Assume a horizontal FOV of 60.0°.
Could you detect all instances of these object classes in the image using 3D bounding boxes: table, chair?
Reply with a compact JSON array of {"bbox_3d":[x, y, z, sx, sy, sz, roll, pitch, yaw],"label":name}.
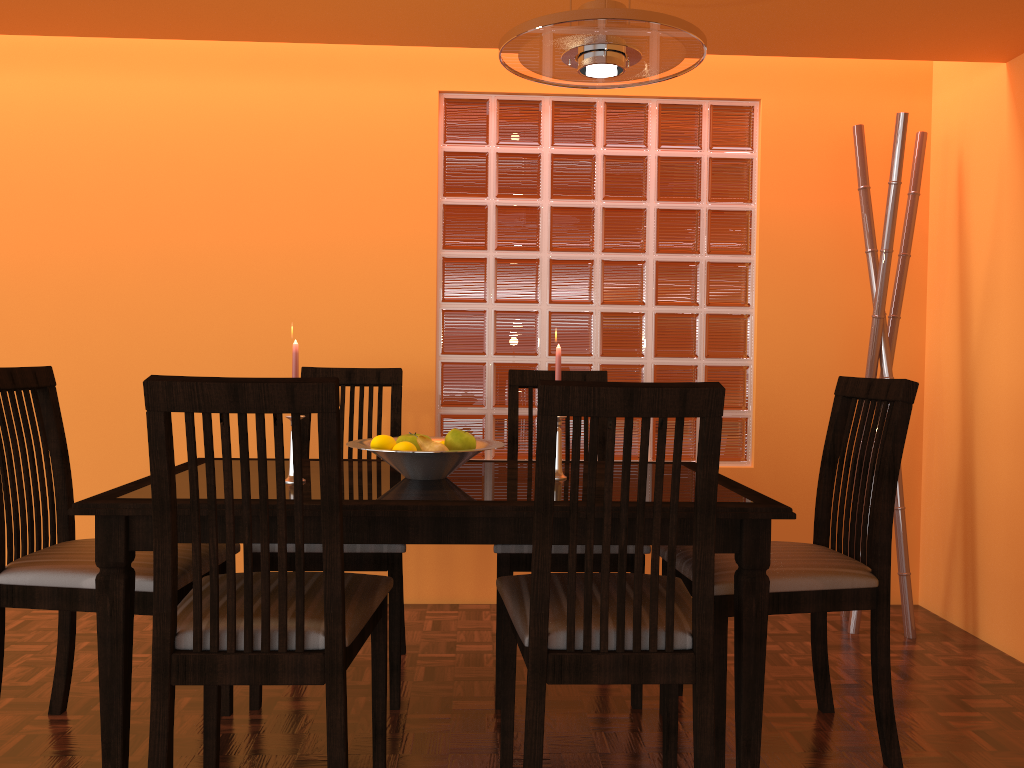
[{"bbox_3d":[-0.146,0.492,1.893,1.259,0.584,0.697,1,2,-2],"label":"table"},{"bbox_3d":[-0.443,0.363,2.290,0.373,0.809,0.465,1,2,-2],"label":"chair"},{"bbox_3d":[0.133,0.370,2.314,0.373,0.809,0.465,1,2,-2],"label":"chair"},{"bbox_3d":[-0.869,0.370,1.887,0.465,0.809,0.373,1,2,3],"label":"chair"},{"bbox_3d":[0.593,0.387,1.940,0.465,0.809,0.373,1,2,-7],"label":"chair"},{"bbox_3d":[0.164,0.393,1.549,0.373,0.809,0.465,1,2,-2],"label":"chair"},{"bbox_3d":[-0.412,0.386,1.525,0.373,0.809,0.465,1,2,-2],"label":"chair"}]

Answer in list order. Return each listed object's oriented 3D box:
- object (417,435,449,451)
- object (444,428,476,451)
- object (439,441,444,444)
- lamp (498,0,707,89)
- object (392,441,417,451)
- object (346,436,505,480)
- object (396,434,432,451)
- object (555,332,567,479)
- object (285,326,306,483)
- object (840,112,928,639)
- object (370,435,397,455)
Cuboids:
[{"bbox_3d":[-0.161,0.143,1.837,0.066,0.070,0.055,0,2,-21],"label":"object"},{"bbox_3d":[-0.110,0.128,1.899,0.069,0.066,0.069,1,2,7],"label":"object"},{"bbox_3d":[-0.146,0.151,1.938,0.047,0.056,0.045,1,2,4],"label":"object"},{"bbox_3d":[0.190,-0.797,1.868,0.435,0.274,0.435,1,2,20],"label":"lamp"},{"bbox_3d":[-0.222,0.141,1.827,0.046,0.046,0.055,-1,2,-39],"label":"object"},{"bbox_3d":[-0.183,0.163,1.894,0.337,0.072,0.337,0,2,-36],"label":"object"},{"bbox_3d":[-0.211,0.147,1.923,0.087,0.076,0.089,1,2,4],"label":"object"},{"bbox_3d":[0.098,0.040,1.905,0.044,0.326,0.044,0,2,-14],"label":"object"},{"bbox_3d":[-0.439,0.036,1.798,0.044,0.326,0.044,0,2,-14],"label":"object"},{"bbox_3d":[1.158,-0.016,2.750,0.226,1.589,0.308,1,2,20],"label":"object"},{"bbox_3d":[-0.267,0.129,1.847,0.055,0.046,0.046,0,2,-19],"label":"object"}]
